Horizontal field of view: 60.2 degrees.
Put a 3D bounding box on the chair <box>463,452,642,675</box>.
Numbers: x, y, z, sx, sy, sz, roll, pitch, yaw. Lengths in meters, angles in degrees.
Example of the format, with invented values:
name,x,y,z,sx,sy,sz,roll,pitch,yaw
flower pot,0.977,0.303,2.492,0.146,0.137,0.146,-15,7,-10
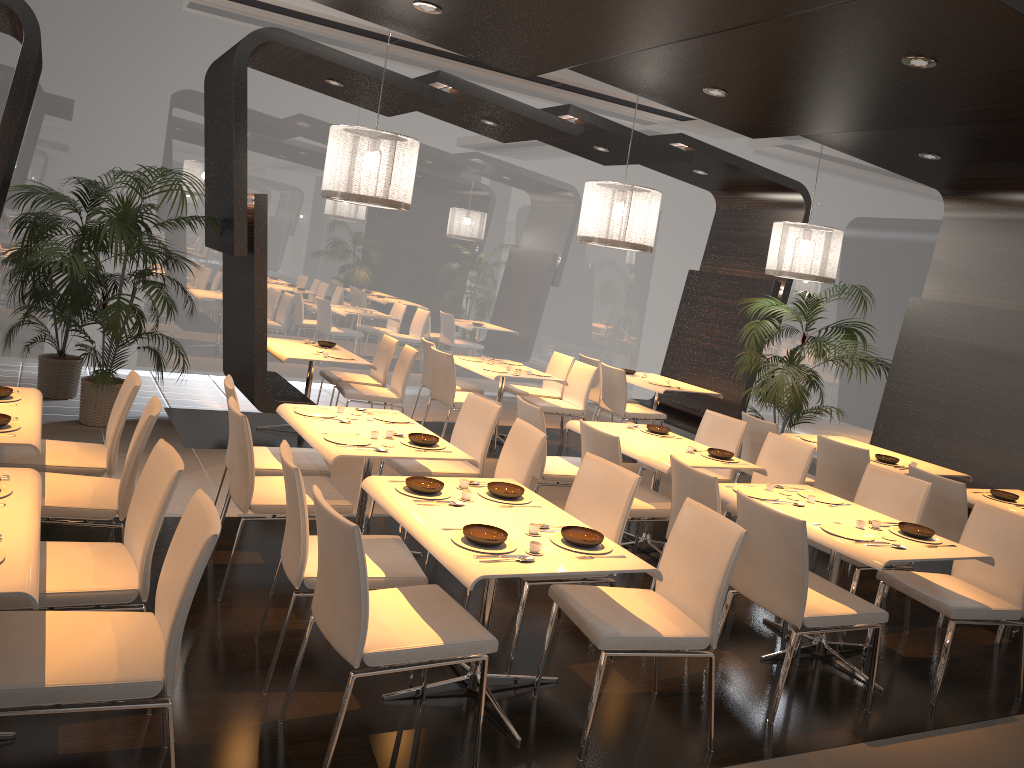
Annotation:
name,x,y,z,sx,sy,sz,roll,pitch,yaw
chair,0.187,0.792,4.115,0.603,0.870,0.488,6,5,-31

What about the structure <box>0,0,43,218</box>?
name,x,y,z,sx,sy,sz,roll,pitch,yaw
structure,-6.108,-2.239,5.114,5.913,1.719,1.416,5,6,-28

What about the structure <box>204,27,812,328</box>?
name,x,y,z,sx,sy,sz,roll,pitch,yaw
structure,0.160,-1.745,8.494,5.913,1.719,1.416,5,6,-28

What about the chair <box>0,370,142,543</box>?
name,x,y,z,sx,sy,sz,roll,pitch,yaw
chair,-2.240,0.372,4.440,0.603,0.865,0.488,6,5,-26

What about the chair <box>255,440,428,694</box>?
name,x,y,z,sx,sy,sz,roll,pitch,yaw
chair,-0.695,0.723,3.618,0.603,0.865,0.488,7,5,-21

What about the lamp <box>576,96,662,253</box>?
name,x,y,z,sx,sy,sz,roll,pitch,yaw
lamp,0.980,-2.063,7.168,0.626,1.921,0.630,9,4,-1

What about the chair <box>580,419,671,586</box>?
name,x,y,z,sx,sy,sz,roll,pitch,yaw
chair,0.681,0.703,5.305,0.603,0.870,0.488,6,5,-26

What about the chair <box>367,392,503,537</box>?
name,x,y,z,sx,sy,sz,roll,pitch,yaw
chair,-0.463,0.505,5.447,0.603,0.865,0.488,6,5,-31

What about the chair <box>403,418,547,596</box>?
name,x,y,z,sx,sy,sz,roll,pitch,yaw
chair,-0.207,0.636,4.805,0.603,0.870,0.488,7,5,-21

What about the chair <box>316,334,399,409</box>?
name,x,y,z,sx,sy,sz,roll,pitch,yaw
chair,-1.443,-0.031,8.244,0.603,0.870,0.488,6,5,-26

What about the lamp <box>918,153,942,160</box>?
name,x,y,z,sx,sy,sz,roll,pitch,yaw
lamp,3.153,-1.732,6.663,0.161,0.050,0.163,6,8,-23

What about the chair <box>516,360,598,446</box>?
name,x,y,z,sx,sy,sz,roll,pitch,yaw
chair,0.426,0.211,8.557,0.603,0.865,0.488,6,5,-26

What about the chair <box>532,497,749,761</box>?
name,x,y,z,sx,sy,sz,roll,pitch,yaw
chair,0.511,0.924,3.509,0.603,0.865,0.488,7,5,-21

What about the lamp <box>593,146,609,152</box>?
name,x,y,z,sx,sy,sz,roll,pitch,yaw
lamp,0.891,-2.356,8.803,0.160,0.055,0.163,4,9,-34

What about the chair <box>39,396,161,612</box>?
name,x,y,z,sx,sy,sz,roll,pitch,yaw
chair,-1.925,0.495,3.903,0.603,0.865,0.488,7,5,-21

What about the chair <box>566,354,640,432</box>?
name,x,y,z,sx,sy,sz,roll,pitch,yaw
chair,1.004,0.155,9.595,0.603,0.865,0.488,6,5,-26

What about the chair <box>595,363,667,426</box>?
name,x,y,z,sx,sy,sz,roll,pitch,yaw
chair,1.185,0.271,8.977,0.603,0.870,0.488,6,5,-26

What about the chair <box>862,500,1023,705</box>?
name,x,y,z,sx,sy,sz,roll,pitch,yaw
chair,2.239,1.062,4.441,0.603,0.870,0.488,7,5,-21

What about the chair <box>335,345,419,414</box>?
name,x,y,z,sx,sy,sz,roll,pitch,yaw
chair,-1.190,0.086,7.664,0.603,0.865,0.488,7,5,-21

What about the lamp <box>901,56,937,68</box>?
name,x,y,z,sx,sy,sz,roll,pitch,yaw
lamp,2.000,-1.595,4.338,0.161,0.050,0.163,6,8,-23

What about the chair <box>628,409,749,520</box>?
name,x,y,z,sx,sy,sz,roll,pitch,yaw
chair,1.288,0.643,6.396,0.603,0.865,0.488,6,5,-31

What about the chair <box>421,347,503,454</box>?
name,x,y,z,sx,sy,sz,roll,pitch,yaw
chair,-0.464,0.145,8.060,0.603,0.870,0.488,6,5,-31

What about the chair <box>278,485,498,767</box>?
name,x,y,z,sx,sy,sz,roll,pitch,yaw
chair,-0.425,0.839,3.086,0.603,0.865,0.488,6,5,-31

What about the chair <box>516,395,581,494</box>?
name,x,y,z,sx,sy,sz,roll,pitch,yaw
chair,0.294,0.563,5.867,0.603,0.865,0.488,7,5,-21

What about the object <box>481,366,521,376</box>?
name,x,y,z,sx,sy,sz,roll,pitch,yaw
object,-0.086,-0.131,8.221,0.334,0.037,0.381,3,9,-34

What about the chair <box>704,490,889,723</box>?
name,x,y,z,sx,sy,sz,roll,pitch,yaw
chair,1.304,0.977,4.018,0.603,0.870,0.488,6,5,-26

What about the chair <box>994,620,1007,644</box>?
name,x,y,z,sx,sy,sz,roll,pitch,yaw
chair,3.200,1.130,5.000,0.603,0.865,0.488,6,5,-26

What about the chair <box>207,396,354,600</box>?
name,x,y,z,sx,sy,sz,roll,pitch,yaw
chair,-1.142,0.549,4.381,0.603,0.865,0.488,6,5,-26

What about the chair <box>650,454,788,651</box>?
name,x,y,z,sx,sy,sz,roll,pitch,yaw
chair,1.100,0.864,4.606,0.603,0.870,0.488,7,5,-21

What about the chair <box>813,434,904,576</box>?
name,x,y,z,sx,sy,sz,roll,pitch,yaw
chair,2.446,0.841,6.265,0.603,0.870,0.488,6,5,-31

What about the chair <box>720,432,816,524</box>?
name,x,y,z,sx,sy,sz,roll,pitch,yaw
chair,1.544,0.771,5.753,0.603,0.865,0.488,6,5,-26

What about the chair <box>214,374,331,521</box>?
name,x,y,z,sx,sy,sz,roll,pitch,yaw
chair,-1.356,0.436,4.957,0.603,0.865,0.488,7,5,-21

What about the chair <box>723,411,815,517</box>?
name,x,y,z,sx,sy,sz,roll,pitch,yaw
chair,2.050,0.706,6.798,0.603,0.870,0.488,7,5,-21

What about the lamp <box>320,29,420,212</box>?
name,x,y,z,sx,sy,sz,roll,pitch,yaw
lamp,-0.885,-2.210,6.163,0.626,1.921,0.630,9,4,-1

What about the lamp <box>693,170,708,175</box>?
name,x,y,z,sx,sy,sz,roll,pitch,yaw
lamp,2.008,-2.268,9.405,0.160,0.055,0.163,4,9,-34

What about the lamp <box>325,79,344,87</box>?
name,x,y,z,sx,sy,sz,roll,pitch,yaw
lamp,-1.507,-2.572,7.506,0.159,0.054,0.162,6,8,-23

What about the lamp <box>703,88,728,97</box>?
name,x,y,z,sx,sy,sz,roll,pitch,yaw
lamp,1.307,-1.886,5.666,0.161,0.050,0.163,6,8,-23

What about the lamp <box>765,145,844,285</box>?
name,x,y,z,sx,sy,sz,roll,pitch,yaw
lamp,2.815,-1.918,8.158,0.627,1.921,0.629,9,4,3

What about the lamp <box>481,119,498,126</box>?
name,x,y,z,sx,sy,sz,roll,pitch,yaw
lamp,-0.208,-2.442,8.210,0.160,0.055,0.163,4,9,-34

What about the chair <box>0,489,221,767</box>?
name,x,y,z,sx,sy,sz,roll,pitch,yaw
chair,-1.227,0.788,2.581,0.603,0.870,0.488,6,5,-26

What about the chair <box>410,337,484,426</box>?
name,x,y,z,sx,sy,sz,roll,pitch,yaw
chair,-0.636,0.022,8.737,0.603,0.865,0.488,7,5,-21

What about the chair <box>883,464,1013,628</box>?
name,x,y,z,sx,sy,sz,roll,pitch,yaw
chair,2.766,0.994,5.502,0.603,0.865,0.488,7,5,-21

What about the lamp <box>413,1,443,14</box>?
name,x,y,z,sx,sy,sz,roll,pitch,yaw
lamp,-0.448,-2.024,4.720,0.160,0.050,0.162,4,9,-34

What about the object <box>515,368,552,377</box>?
name,x,y,z,sx,sy,sz,roll,pitch,yaw
object,0.199,-0.120,8.457,0.334,0.037,0.380,2,10,-39

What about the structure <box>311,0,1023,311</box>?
name,x,y,z,sx,sy,sz,roll,pitch,yaw
structure,-0.149,-1.189,4.111,10.625,1.728,2.931,5,8,-28

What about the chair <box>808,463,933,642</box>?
name,x,y,z,sx,sy,sz,roll,pitch,yaw
chair,1.983,0.934,5.083,0.603,0.870,0.488,6,5,-31

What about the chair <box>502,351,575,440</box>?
name,x,y,z,sx,sy,sz,roll,pitch,yaw
chair,0.244,0.099,9.175,0.603,0.870,0.488,6,5,-26

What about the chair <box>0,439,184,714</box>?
name,x,y,z,sx,sy,sz,roll,pitch,yaw
chair,-1.542,0.665,3.118,0.603,0.870,0.488,6,5,-31
